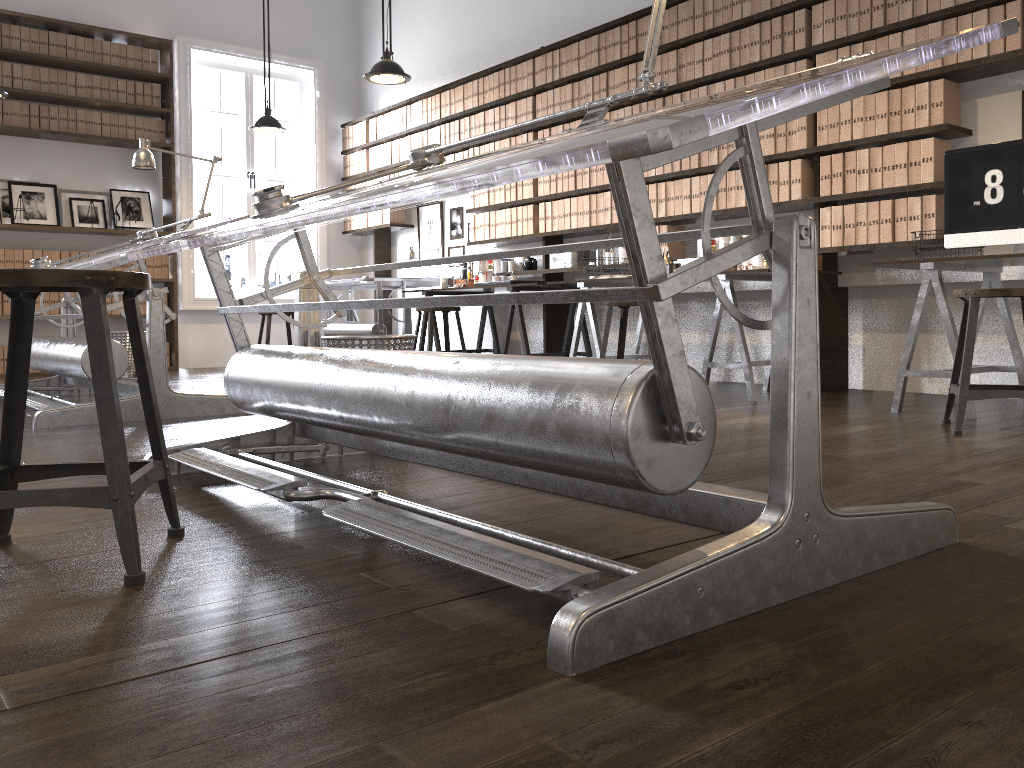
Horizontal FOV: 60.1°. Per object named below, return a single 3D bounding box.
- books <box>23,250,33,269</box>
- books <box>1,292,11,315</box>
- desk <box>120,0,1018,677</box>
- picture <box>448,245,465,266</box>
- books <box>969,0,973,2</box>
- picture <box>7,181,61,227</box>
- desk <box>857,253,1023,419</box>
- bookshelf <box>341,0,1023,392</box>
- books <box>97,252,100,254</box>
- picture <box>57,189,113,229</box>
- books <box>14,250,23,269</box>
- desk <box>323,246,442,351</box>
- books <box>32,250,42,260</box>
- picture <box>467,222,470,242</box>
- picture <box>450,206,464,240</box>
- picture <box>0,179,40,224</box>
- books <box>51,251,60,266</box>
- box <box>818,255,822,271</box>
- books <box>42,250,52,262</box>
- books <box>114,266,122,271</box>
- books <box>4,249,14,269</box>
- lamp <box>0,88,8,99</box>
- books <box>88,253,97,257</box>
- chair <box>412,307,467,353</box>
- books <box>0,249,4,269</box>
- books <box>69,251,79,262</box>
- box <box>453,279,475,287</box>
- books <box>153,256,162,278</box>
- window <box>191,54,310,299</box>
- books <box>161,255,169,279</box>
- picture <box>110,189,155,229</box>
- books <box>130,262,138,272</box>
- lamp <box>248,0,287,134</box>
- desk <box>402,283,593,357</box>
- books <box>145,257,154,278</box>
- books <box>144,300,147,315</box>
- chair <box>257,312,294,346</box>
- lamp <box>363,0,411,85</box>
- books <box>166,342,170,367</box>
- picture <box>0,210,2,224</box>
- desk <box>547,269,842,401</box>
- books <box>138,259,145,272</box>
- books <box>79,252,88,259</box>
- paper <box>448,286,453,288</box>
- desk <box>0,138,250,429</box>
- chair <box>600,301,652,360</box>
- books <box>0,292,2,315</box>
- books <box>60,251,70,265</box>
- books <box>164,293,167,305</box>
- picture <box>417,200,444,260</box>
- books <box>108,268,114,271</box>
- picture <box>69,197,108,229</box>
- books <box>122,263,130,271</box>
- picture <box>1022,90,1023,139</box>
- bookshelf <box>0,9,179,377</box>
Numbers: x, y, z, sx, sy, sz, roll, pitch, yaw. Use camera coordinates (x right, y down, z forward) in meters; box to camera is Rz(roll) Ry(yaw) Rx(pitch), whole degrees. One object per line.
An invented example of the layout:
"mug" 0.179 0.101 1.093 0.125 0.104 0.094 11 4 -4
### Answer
"books" -4.105 -1.015 7.487 0.067 0.225 0.174 -2 3 -38
"books" -4.226 -0.685 7.392 0.067 0.225 0.175 -2 3 -38
"desk" -0.067 -0.412 2.057 1.077 1.385 2.071 -2 4 -38
"picture" -0.496 -1.148 7.958 0.023 0.183 0.251 -2 3 -38
"books" 2.234 -1.901 4.187 0.175 0.225 0.067 -2 2 -38
"picture" -4.067 -1.524 7.541 0.374 0.391 0.149 -3 3 -38
"desk" 2.322 -0.182 3.519 0.656 0.668 1.670 -3 4 -38
"bookshelf" 1.245 -0.877 5.620 0.374 3.202 9.187 -2 4 -38
"books" -3.655 -1.046 7.845 0.067 0.225 0.174 -2 3 -38
"picture" -3.773 -1.532 7.836 0.434 0.360 0.095 -3 3 -38
"books" -4.162 -1.012 7.447 0.067 0.225 0.174 -2 3 -38
"desk" -1.132 -0.680 7.847 1.072 1.096 1.270 -3 4 -38
"books" -4.046 -1.019 7.529 0.067 0.225 0.175 -2 3 -38
"picture" -0.308 -1.324 7.711 0.023 0.183 0.251 -2 3 -38
"picture" -0.492 -1.440 7.944 0.022 0.284 0.201 -2 2 -39
"picture" -4.198 -1.527 7.505 0.370 0.405 0.091 -3 2 -38
"books" -3.942 -1.027 7.616 0.067 0.225 0.175 -2 3 -38
"box" 1.516 -0.702 4.703 0.138 0.207 0.212 -2 3 -38
"books" -3.989 -1.023 7.574 0.067 0.225 0.175 -2 3 -38
"books" -3.542 -1.053 7.925 0.067 0.225 0.175 -2 3 -38
"books" -4.215 -1.008 7.402 0.067 0.225 0.175 -2 3 -38
"lamp" -3.657 -3.120 6.071 0.311 2.250 0.313 0 1 31
"books" -3.708 -1.042 7.797 0.067 0.225 0.174 -2 3 -38
"chair" -0.517 -0.278 6.248 0.358 0.527 0.372 -2 3 -30
"books" -4.268 -1.004 7.355 0.067 0.225 0.175 -2 3 -38
"books" -3.822 -1.034 7.706 0.067 0.225 0.175 -2 3 -38
"box" -0.356 -0.794 7.082 0.138 0.083 0.212 -3 5 -38
"books" -3.283 -1.072 8.139 0.067 0.225 0.174 -2 3 -38
"window" -2.559 -1.964 8.656 1.246 2.307 0.153 -2 2 -38
"books" -3.227 -1.075 8.174 0.067 0.225 0.175 -2 3 -38
"picture" -3.452 -1.586 8.051 0.343 0.364 0.161 -3 3 -38
"books" -3.442 -1.061 8.008 0.067 0.225 0.175 -2 3 -38
"lamp" -2.041 -3.231 7.338 0.311 2.250 0.313 0 1 31
"desk" -0.094 -0.381 6.587 0.656 0.668 1.670 -3 4 -38
"books" -3.336 -1.068 8.094 0.067 0.225 0.175 -2 3 -38
"books" -3.354 -0.745 8.085 0.067 0.225 0.175 -2 3 -38
"chair" -1.899 -0.334 7.209 0.358 0.527 0.372 -2 3 -30
"lamp" -0.833 -3.132 5.811 0.311 2.250 0.313 0 1 31
"books" -3.228 -0.272 8.188 0.067 0.225 0.175 -2 3 -38
"picture" -4.369 -1.417 7.270 0.300 0.229 0.144 -3 3 -38
"desk" 0.998 -0.291 5.200 0.656 0.668 1.670 -3 4 -38
"books" -3.389 -1.064 8.048 0.067 0.225 0.175 -2 3 -38
"books" -3.767 -1.039 7.757 0.067 0.225 0.175 -2 3 -38
"paper" -0.467 -0.759 6.975 0.155 0.038 0.138 2 5 37
"desk" -2.141 -0.583 4.690 1.077 1.384 2.282 -2 4 -38
"chair" 0.650 -0.174 4.655 0.372 0.527 0.359 0 2 25
"books" -4.289 -0.681 7.350 0.067 0.225 0.175 -2 3 -38
"books" -3.884 -1.031 7.665 0.067 0.225 0.175 -2 3 -38
"books" -3.240 -0.752 8.170 0.067 0.225 0.174 -2 3 -38
"picture" -0.758 -1.404 8.267 0.040 0.574 0.415 -2 2 -38
"books" -3.599 -1.050 7.888 0.067 0.225 0.175 -2 3 -38
"picture" -3.737 -1.496 7.812 0.290 0.290 0.127 -3 3 -38
"books" -3.493 -1.057 7.970 0.067 0.225 0.175 -2 3 -38
"picture" 2.498 -1.251 4.146 0.022 0.284 0.201 -2 2 -39
"bookshelf" -4.165 -1.213 7.492 2.475 3.719 0.413 -2 2 -38
